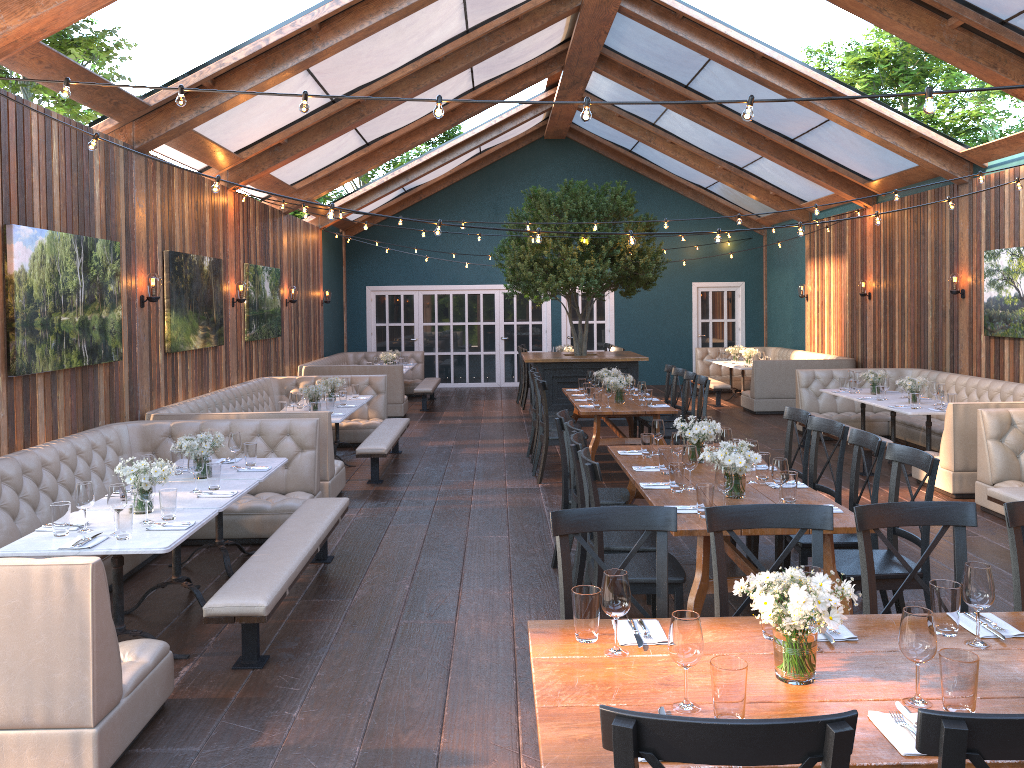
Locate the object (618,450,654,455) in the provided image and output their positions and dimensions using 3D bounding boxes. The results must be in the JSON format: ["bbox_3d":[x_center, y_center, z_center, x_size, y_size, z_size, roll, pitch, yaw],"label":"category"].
[{"bbox_3d":[0.869,0.475,6.185,0.255,0.019,0.158,-1,5,-1],"label":"object"}]

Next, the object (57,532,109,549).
[{"bbox_3d":[-2.029,0.744,4.212,0.157,0.019,0.256,-1,5,-1],"label":"object"}]

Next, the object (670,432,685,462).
[{"bbox_3d":[1.029,0.424,5.493,0.092,0.244,0.092,1,2,41],"label":"object"}]

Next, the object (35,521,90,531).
[{"bbox_3d":[-2.266,0.720,4.503,0.255,0.019,0.158,-1,5,-1],"label":"object"}]

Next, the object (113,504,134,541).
[{"bbox_3d":[-1.871,0.668,4.262,0.092,0.158,0.092,-1,2,-15],"label":"object"}]

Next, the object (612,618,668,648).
[{"bbox_3d":[0.406,0.785,2.793,0.157,0.019,0.256,-1,5,-1],"label":"object"}]

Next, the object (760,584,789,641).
[{"bbox_3d":[0.818,0.713,2.762,0.092,0.158,0.092,0,2,25],"label":"object"}]

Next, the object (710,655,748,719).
[{"bbox_3d":[0.538,0.768,2.192,0.092,0.158,0.092,0,2,25],"label":"object"}]

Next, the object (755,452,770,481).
[{"bbox_3d":[1.475,0.485,5.211,0.092,0.158,0.092,0,2,25],"label":"object"}]

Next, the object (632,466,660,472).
[{"bbox_3d":[0.892,0.530,5.587,0.255,0.019,0.158,-1,5,-1],"label":"object"}]

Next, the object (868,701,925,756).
[{"bbox_3d":[0.974,0.835,2.159,0.157,0.019,0.256,-1,5,-1],"label":"object"}]

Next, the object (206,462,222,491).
[{"bbox_3d":[-1.817,0.565,5.396,0.092,0.158,0.092,-1,2,-15],"label":"object"}]

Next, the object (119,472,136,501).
[{"bbox_3d":[-2.232,0.593,5.139,0.092,0.158,0.092,-1,2,-15],"label":"object"}]

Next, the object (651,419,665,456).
[{"bbox_3d":[1.006,0.368,6.098,0.092,0.244,0.092,-2,2,-43],"label":"object"}]

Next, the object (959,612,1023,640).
[{"bbox_3d":[1.520,0.769,2.819,0.157,0.019,0.256,-1,5,-1],"label":"object"}]

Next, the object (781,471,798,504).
[{"bbox_3d":[1.445,0.539,4.617,0.092,0.158,0.092,0,2,25],"label":"object"}]

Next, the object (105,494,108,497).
[{"bbox_3d":[-2.283,0.649,5.299,0.255,0.019,0.158,-1,5,-1],"label":"object"}]

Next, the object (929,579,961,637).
[{"bbox_3d":[1.361,0.705,2.778,0.092,0.158,0.092,0,2,25],"label":"object"}]

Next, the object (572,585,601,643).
[{"bbox_3d":[0.232,0.720,2.761,0.092,0.158,0.092,0,2,25],"label":"object"}]

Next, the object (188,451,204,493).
[{"bbox_3d":[-1.905,0.529,5.329,0.092,0.244,0.092,1,2,41],"label":"object"}]

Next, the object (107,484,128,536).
[{"bbox_3d":[-1.938,0.618,4.348,0.092,0.244,0.092,1,2,41],"label":"object"}]

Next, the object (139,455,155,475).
[{"bbox_3d":[-2.145,0.543,5.205,0.092,0.244,0.092,1,2,41],"label":"object"}]

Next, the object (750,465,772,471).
[{"bbox_3d":[1.517,0.523,5.566,0.255,0.019,0.158,-1,5,-1],"label":"object"}]

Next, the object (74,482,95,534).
[{"bbox_3d":[-2.128,0.615,4.409,0.092,0.244,0.092,1,2,41],"label":"object"}]

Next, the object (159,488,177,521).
[{"bbox_3d":[-1.804,0.632,4.646,0.092,0.158,0.092,-1,2,-15],"label":"object"}]

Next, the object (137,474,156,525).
[{"bbox_3d":[-1.892,0.596,4.579,0.092,0.244,0.092,1,2,41],"label":"object"}]

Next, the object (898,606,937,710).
[{"bbox_3d":[1.053,0.709,2.296,0.092,0.244,0.092,1,2,41],"label":"object"}]

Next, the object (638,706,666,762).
[{"bbox_3d":[0.364,0.843,2.146,0.157,0.019,0.256,-1,5,-1],"label":"object"}]

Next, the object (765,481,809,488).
[{"bbox_3d":[1.543,0.570,5.040,0.255,0.019,0.158,-1,5,-1],"label":"object"}]

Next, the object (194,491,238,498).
[{"bbox_3d":[-1.765,0.648,5.240,0.255,0.019,0.158,-1,5,-1],"label":"object"}]

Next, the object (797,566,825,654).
[{"bbox_3d":[0.900,0.678,2.662,0.092,0.244,0.092,1,2,41],"label":"object"}]

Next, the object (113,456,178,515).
[{"bbox_3d":[-2.002,0.543,4.826,0.329,0.309,0.337,-2,4,-26],"label":"object"}]

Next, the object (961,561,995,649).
[{"bbox_3d":[1.414,0.670,2.685,0.092,0.244,0.092,1,2,41],"label":"object"}]

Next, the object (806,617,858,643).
[{"bbox_3d":[0.992,0.777,2.807,0.157,0.019,0.256,-1,5,-1],"label":"object"}]

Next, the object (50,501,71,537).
[{"bbox_3d":[-2.215,0.664,4.343,0.092,0.158,0.092,-1,2,-15],"label":"object"}]

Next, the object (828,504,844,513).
[{"bbox_3d":[1.517,0.623,4.447,0.255,0.019,0.158,-1,5,-1],"label":"object"}]

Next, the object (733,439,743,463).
[{"bbox_3d":[1.450,0.439,5.728,0.092,0.158,0.092,0,2,25],"label":"object"}]

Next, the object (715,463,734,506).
[{"bbox_3d":[1.052,0.521,4.386,0.092,0.244,0.092,1,2,41],"label":"object"}]

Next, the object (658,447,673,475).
[{"bbox_3d":[0.943,0.474,5.427,0.092,0.158,0.092,0,2,25],"label":"object"}]

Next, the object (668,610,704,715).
[{"bbox_3d":[0.450,0.717,2.287,0.092,0.244,0.092,1,2,41],"label":"object"}]

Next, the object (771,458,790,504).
[{"bbox_3d":[1.374,0.504,4.533,0.092,0.244,0.092,1,2,41],"label":"object"}]

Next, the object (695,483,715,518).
[{"bbox_3d":[0.943,0.571,4.323,0.092,0.158,0.092,0,2,25],"label":"object"}]

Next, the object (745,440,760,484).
[{"bbox_3d":[1.389,0.451,5.129,0.092,0.244,0.092,1,2,41],"label":"object"}]

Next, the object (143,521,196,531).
[{"bbox_3d":[-1.752,0.715,4.490,0.255,0.019,0.158,-1,5,-1],"label":"object"}]

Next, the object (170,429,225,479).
[{"bbox_3d":[-2.039,0.458,5.778,0.329,0.309,0.337,1,4,21],"label":"object"}]

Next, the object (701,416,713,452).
[{"bbox_3d":[1.374,0.352,6.232,0.092,0.244,0.092,-2,2,-43],"label":"object"}]

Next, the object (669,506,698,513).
[{"bbox_3d":[0.903,0.628,4.475,0.255,0.019,0.158,-1,5,-1],"label":"object"}]

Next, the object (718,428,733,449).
[{"bbox_3d":[1.362,0.405,5.642,0.092,0.244,0.092,1,2,41],"label":"object"}]

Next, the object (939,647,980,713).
[{"bbox_3d":[1.123,0.758,2.223,0.092,0.158,0.092,0,2,25],"label":"object"}]

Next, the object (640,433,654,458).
[{"bbox_3d":[0.921,0.420,6.015,0.092,0.158,0.092,-3,3,-45],"label":"object"}]

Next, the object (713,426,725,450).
[{"bbox_3d":[1.474,0.386,6.318,0.092,0.158,0.092,1,3,35],"label":"object"}]

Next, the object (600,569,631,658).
[{"bbox_3d":[0.311,0.686,2.653,0.092,0.244,0.092,1,2,41],"label":"object"}]
